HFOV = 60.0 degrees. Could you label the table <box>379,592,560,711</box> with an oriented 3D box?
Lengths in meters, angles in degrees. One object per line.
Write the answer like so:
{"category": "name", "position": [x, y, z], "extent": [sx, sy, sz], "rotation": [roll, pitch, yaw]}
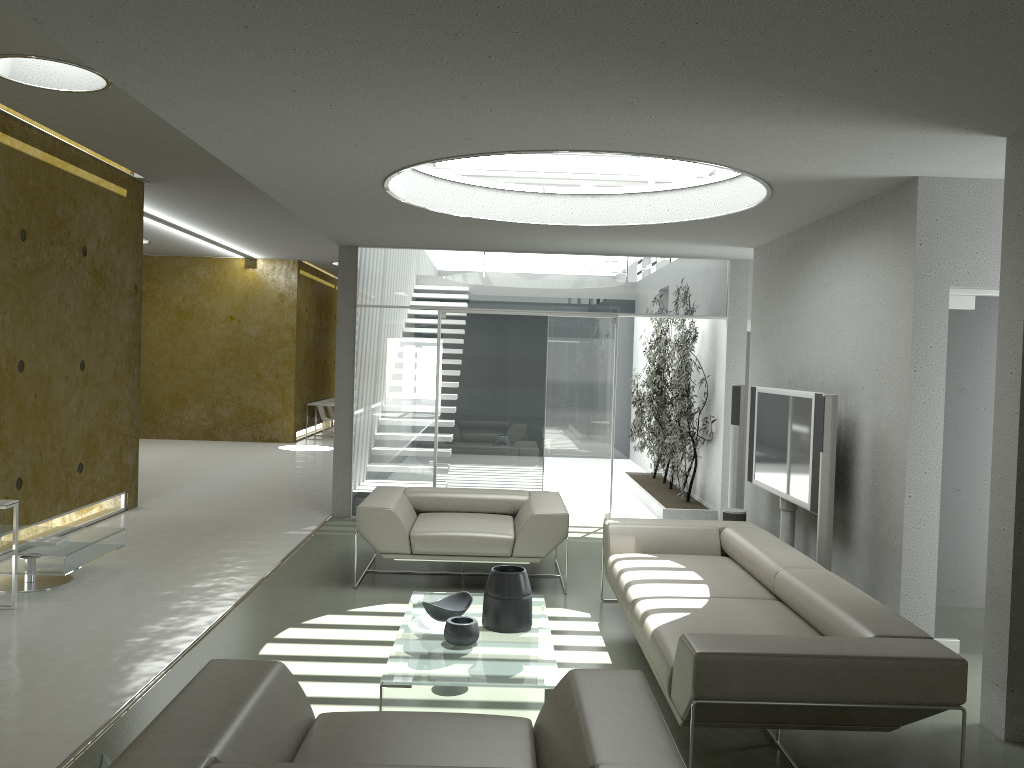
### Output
{"category": "table", "position": [-0.194, 1.386, 4.620], "extent": [0.790, 0.200, 1.500], "rotation": [2, 2, -1]}

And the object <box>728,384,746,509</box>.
{"category": "object", "position": [1.914, 0.739, 7.559], "extent": [0.310, 1.469, 0.310], "rotation": [3, 2, 26]}

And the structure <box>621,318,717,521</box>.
{"category": "structure", "position": [1.796, 0.095, 10.632], "extent": [0.646, 2.589, 3.371], "rotation": [2, 2, -1]}

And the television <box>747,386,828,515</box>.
{"category": "television", "position": [2.001, 0.428, 6.405], "extent": [0.127, 0.781, 1.603], "rotation": [2, 2, -1]}

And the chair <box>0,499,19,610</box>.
{"category": "chair", "position": [-3.373, 1.042, 5.023], "extent": [0.710, 0.667, 0.800], "rotation": [2, 2, -1]}

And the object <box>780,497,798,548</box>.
{"category": "object", "position": [1.923, 1.161, 6.423], "extent": [0.323, 0.689, 0.882], "rotation": [2, 2, -1]}

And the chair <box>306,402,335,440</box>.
{"category": "chair", "position": [-3.568, 0.713, 17.275], "extent": [0.710, 0.667, 0.800], "rotation": [2, 2, -1]}

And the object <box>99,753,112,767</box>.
{"category": "object", "position": [-1.231, 1.357, 2.825], "extent": [0.216, 0.288, 0.329], "rotation": [2, 2, -11]}

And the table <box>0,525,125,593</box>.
{"category": "table", "position": [-3.273, 1.202, 6.030], "extent": [0.900, 0.300, 0.900], "rotation": [2, 2, -1]}

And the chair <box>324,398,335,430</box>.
{"category": "chair", "position": [-3.595, 0.667, 18.987], "extent": [0.710, 0.667, 0.800], "rotation": [2, 2, -1]}

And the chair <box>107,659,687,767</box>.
{"category": "chair", "position": [-0.290, 1.247, 2.535], "extent": [1.481, 0.583, 1.039], "rotation": [2, 2, -1]}

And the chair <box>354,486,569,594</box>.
{"category": "chair", "position": [-0.355, 1.136, 6.632], "extent": [1.481, 0.583, 1.039], "rotation": [2, 2, -1]}

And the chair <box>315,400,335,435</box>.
{"category": "chair", "position": [-3.581, 0.690, 18.131], "extent": [0.710, 0.667, 0.800], "rotation": [2, 2, -1]}

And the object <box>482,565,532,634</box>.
{"category": "object", "position": [-0.022, 1.134, 4.701], "extent": [0.265, 0.309, 0.265], "rotation": [1, 2, -18]}

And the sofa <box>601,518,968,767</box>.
{"category": "sofa", "position": [1.129, 1.234, 4.633], "extent": [1.037, 0.585, 2.791], "rotation": [2, 2, -1]}

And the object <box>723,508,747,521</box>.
{"category": "object", "position": [1.791, 1.250, 7.182], "extent": [0.175, 0.461, 0.185], "rotation": [2, 2, -6]}

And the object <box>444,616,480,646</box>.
{"category": "object", "position": [-0.250, 1.233, 4.416], "extent": [0.177, 0.113, 0.177], "rotation": [1, 2, -20]}

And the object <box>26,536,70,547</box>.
{"category": "object", "position": [-3.082, 1.047, 5.898], "extent": [0.197, 0.029, 0.189], "rotation": [2, 2, -1]}

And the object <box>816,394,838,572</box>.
{"category": "object", "position": [1.883, 0.797, 5.321], "extent": [0.310, 1.469, 0.310], "rotation": [1, 2, -24]}

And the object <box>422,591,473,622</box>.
{"category": "object", "position": [-0.350, 1.214, 4.799], "extent": [0.223, 0.125, 0.317], "rotation": [3, 2, 36]}
